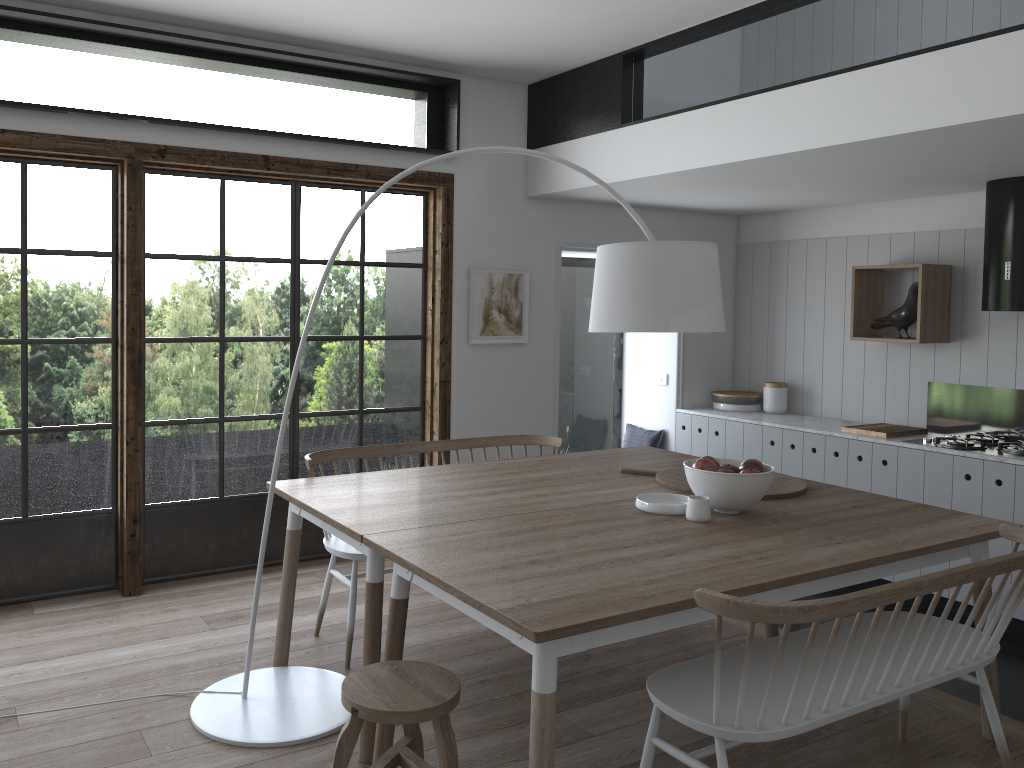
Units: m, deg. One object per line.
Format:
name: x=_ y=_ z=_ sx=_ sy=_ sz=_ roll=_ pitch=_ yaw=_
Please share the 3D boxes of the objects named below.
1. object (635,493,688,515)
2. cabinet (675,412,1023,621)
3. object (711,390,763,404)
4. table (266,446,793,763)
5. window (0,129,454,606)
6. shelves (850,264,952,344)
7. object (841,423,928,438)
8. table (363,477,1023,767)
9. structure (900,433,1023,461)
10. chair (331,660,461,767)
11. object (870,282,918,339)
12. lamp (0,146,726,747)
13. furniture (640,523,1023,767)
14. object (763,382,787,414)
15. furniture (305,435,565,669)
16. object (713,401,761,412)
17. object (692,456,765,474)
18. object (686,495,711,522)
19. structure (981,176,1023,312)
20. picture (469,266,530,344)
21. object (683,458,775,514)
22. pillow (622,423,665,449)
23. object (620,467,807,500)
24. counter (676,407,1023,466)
object: x=0.554 y=0.432 z=3.186 sx=0.221 sy=0.035 sz=0.209 roll=4 pitch=6 yaw=36
cabinet: x=2.881 y=0.833 z=3.663 sx=0.010 sy=0.746 sz=6.290 roll=-1 pitch=5 yaw=-33
object: x=1.601 y=0.096 z=6.286 sx=0.366 sy=0.065 sz=0.354 roll=2 pitch=5 yaw=17
table: x=0.107 y=0.772 z=3.708 sx=1.992 sy=0.748 sz=0.961 roll=-2 pitch=5 yaw=-32
window: x=-2.648 y=-0.035 z=3.987 sx=5.271 sy=2.253 sz=0.165 roll=-2 pitch=3 yaw=-32
shelves: x=3.192 y=-0.376 z=3.922 sx=0.292 sy=0.796 sz=3.676 roll=-1 pitch=5 yaw=-33
object: x=2.192 y=0.273 z=5.202 sx=0.390 sy=0.030 sz=0.299 roll=-3 pitch=6 yaw=-32
table: x=0.632 y=0.851 z=2.905 sx=1.992 sy=0.748 sz=0.961 roll=-2 pitch=5 yaw=-32
structure: x=2.625 y=0.327 z=4.563 sx=0.540 sy=0.048 sz=1.010 roll=-3 pitch=6 yaw=-33
chair: x=-0.268 y=1.040 z=2.354 sx=0.445 sy=0.449 sz=0.469 roll=4 pitch=5 yaw=44
object: x=2.307 y=-0.441 z=5.290 sx=0.136 sy=0.334 sz=0.343 roll=-1 pitch=4 yaw=-32
lamp: x=-1.912 y=0.177 z=2.978 sx=5.188 sy=2.021 sz=0.878 roll=0 pitch=3 yaw=-5
furniture: x=0.967 y=0.861 z=2.513 sx=1.327 sy=0.809 sz=0.559 roll=-2 pitch=4 yaw=-32
object: x=1.811 y=0.097 z=6.081 sx=0.158 sy=0.212 sz=0.151 roll=2 pitch=4 yaw=26
furniture: x=-0.280 y=0.704 z=4.072 sx=1.327 sy=0.809 sz=0.559 roll=-2 pitch=4 yaw=-32
object: x=1.600 y=0.155 z=6.288 sx=0.328 sy=0.055 sz=0.324 roll=1 pitch=5 yaw=6
object: x=0.769 y=0.352 z=3.154 sx=0.256 sy=0.167 sz=0.233 roll=2 pitch=4 yaw=18
object: x=0.636 y=0.427 z=3.015 sx=0.081 sy=0.078 sz=0.086 roll=-2 pitch=4 yaw=-32
structure: x=2.686 y=-0.810 z=4.573 sx=0.420 sy=0.867 sz=0.409 roll=2 pitch=3 yaw=14
picture: x=-0.082 y=-0.486 z=5.449 sx=0.424 sy=0.470 sz=0.030 roll=-1 pitch=3 yaw=-32
object: x=0.772 y=0.373 z=3.158 sx=0.306 sy=0.164 sz=0.324 roll=-2 pitch=6 yaw=-35
pillow: x=0.961 y=0.459 z=6.498 sx=0.176 sy=0.293 sz=0.414 roll=-1 pitch=5 yaw=-33
object: x=0.859 y=0.402 z=3.641 sx=0.671 sy=0.023 sz=0.604 roll=0 pitch=5 yaw=-10
counter: x=3.123 y=0.436 z=3.796 sx=0.565 sy=0.020 sz=6.294 roll=-3 pitch=6 yaw=-33
